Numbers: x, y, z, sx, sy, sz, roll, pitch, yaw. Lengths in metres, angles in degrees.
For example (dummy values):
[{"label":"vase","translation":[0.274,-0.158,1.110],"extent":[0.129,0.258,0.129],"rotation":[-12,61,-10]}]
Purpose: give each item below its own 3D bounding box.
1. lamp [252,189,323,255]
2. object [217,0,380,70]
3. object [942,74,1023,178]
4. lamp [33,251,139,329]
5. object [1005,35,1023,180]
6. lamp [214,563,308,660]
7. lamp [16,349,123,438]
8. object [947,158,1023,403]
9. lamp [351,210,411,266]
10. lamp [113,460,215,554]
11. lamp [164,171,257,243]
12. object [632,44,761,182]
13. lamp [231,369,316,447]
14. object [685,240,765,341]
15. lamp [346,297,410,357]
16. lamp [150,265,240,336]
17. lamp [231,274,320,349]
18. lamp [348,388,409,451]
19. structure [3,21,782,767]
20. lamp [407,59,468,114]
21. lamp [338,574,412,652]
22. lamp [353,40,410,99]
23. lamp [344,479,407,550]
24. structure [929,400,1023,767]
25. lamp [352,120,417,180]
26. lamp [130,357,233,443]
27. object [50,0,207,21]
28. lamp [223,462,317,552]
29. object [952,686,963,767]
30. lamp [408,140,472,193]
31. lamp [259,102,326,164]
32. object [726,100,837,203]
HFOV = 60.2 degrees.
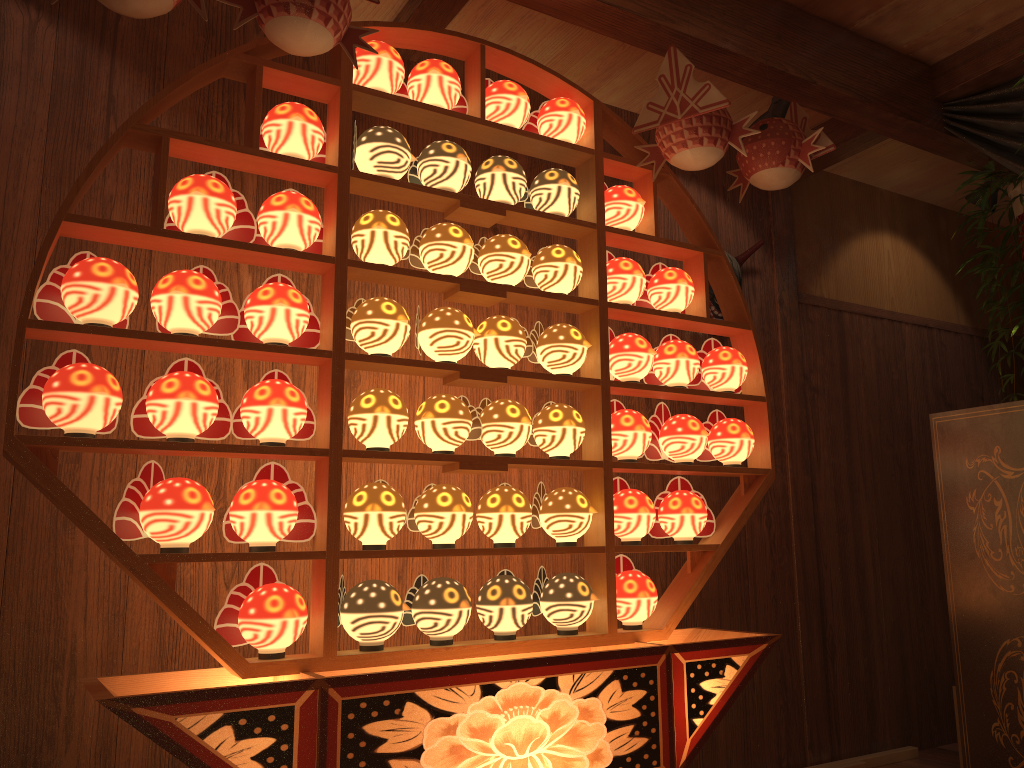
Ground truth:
[{"label":"lamp","translation":[-0.509,-0.387,2.027],"extent":[0.193,0.195,0.154],"rotation":[2,-11,-16]},{"label":"object","translation":[-0.446,-0.845,1.880],"extent":[0.358,0.306,0.209],"rotation":[6,-13,-31]},{"label":"object","translation":[1.935,-0.799,2.501],"extent":[0.098,0.751,1.455],"rotation":[6,-13,-29]},{"label":"lamp","translation":[-0.828,-0.197,1.789],"extent":[0.152,0.187,0.195],"rotation":[-9,-14,38]},{"label":"object","translation":[1.737,-0.553,2.357],"extent":[0.589,1.260,0.686],"rotation":[9,-14,-41]},{"label":"lamp","translation":[-0.500,0.477,1.866],"extent":[0.201,0.197,0.152],"rotation":[8,-14,-40]},{"label":"lamp","translation":[-0.840,0.014,1.740],"extent":[0.152,0.195,0.196],"rotation":[-11,-15,43]},{"label":"object","translation":[1.954,-0.364,3.362],"extent":[0.523,1.260,0.769],"rotation":[-11,-15,44]},{"label":"lamp","translation":[-0.320,-0.354,2.143],"extent":[0.139,0.167,0.157],"rotation":[-1,-11,-1]},{"label":"lamp","translation":[-0.676,0.248,1.804],"extent":[0.154,0.193,0.190],"rotation":[-5,-11,19]},{"label":"lamp","translation":[-0.676,-0.404,1.929],"extent":[0.202,0.200,0.156],"rotation":[0,-11,-6]},{"label":"object","translation":[0.499,-0.743,2.451],"extent":[0.353,0.314,0.249],"rotation":[-9,-13,35]},{"label":"lamp","translation":[-0.520,0.046,1.935],"extent":[0.186,0.192,0.154],"rotation":[2,-11,-16]},{"label":"object","translation":[0.837,-0.362,3.477],"extent":[0.375,0.453,0.133],"rotation":[6,-13,-31]},{"label":"lamp","translation":[-0.306,-0.138,2.102],"extent":[0.152,0.167,0.144],"rotation":[-10,-14,38]},{"label":"lamp","translation":[-0.692,-0.186,1.875],"extent":[0.181,0.191,0.157],"rotation":[-1,-11,-1]},{"label":"lamp","translation":[-0.524,-0.174,1.976],"extent":[0.204,0.200,0.154],"rotation":[2,-11,-16]},{"label":"lamp","translation":[-0.311,0.078,2.061],"extent":[0.141,0.167,0.155],"rotation":[1,-11,-10]},{"label":"structure","translation":[-0.091,0.170,2.184],"extent":[2.022,2.195,0.475],"rotation":[6,-13,-31]},{"label":"lamp","translation":[-0.205,-0.781,2.300],"extent":[0.170,0.179,0.156],"rotation":[-1,-11,-1]},{"label":"lamp","translation":[-0.305,0.511,1.985],"extent":[0.157,0.167,0.139],"rotation":[-1,-11,-1]},{"label":"lamp","translation":[-0.337,-0.805,2.216],"extent":[0.205,0.200,0.153],"rotation":[3,-12,-21]},{"label":"lamp","translation":[-0.315,0.295,2.019],"extent":[0.139,0.167,0.157],"rotation":[-1,-11,-1]},{"label":"structure","translation":[1.582,0.649,2.360],"extent":[0.280,1.250,0.774],"rotation":[7,-13,-34]},{"label":"lamp","translation":[-0.312,-0.568,2.200],"extent":[0.160,0.167,0.136],"rotation":[2,-11,-16]},{"label":"lamp","translation":[-0.683,0.026,1.836],"extent":[0.205,0.200,0.153],"rotation":[3,-12,-21]},{"label":"object","translation":[-0.728,-0.864,1.699],"extent":[0.368,0.311,0.236],"rotation":[0,-11,-6]},{"label":"lamp","translation":[-0.530,0.257,1.886],"extent":[0.202,0.200,0.156],"rotation":[0,-11,-6]},{"label":"object","translation":[2.062,1.190,2.797],"extent":[0.335,0.330,1.255],"rotation":[4,-12,-25]},{"label":"lamp","translation":[-0.169,-0.554,2.273],"extent":[0.144,0.161,0.151],"rotation":[8,-14,-40]},{"label":"lamp","translation":[-0.511,-0.605,2.069],"extent":[0.204,0.200,0.154],"rotation":[2,-11,-16]},{"label":"object","translation":[0.773,-0.729,2.621],"extent":[0.235,0.318,0.355],"rotation":[7,-13,-35]}]
